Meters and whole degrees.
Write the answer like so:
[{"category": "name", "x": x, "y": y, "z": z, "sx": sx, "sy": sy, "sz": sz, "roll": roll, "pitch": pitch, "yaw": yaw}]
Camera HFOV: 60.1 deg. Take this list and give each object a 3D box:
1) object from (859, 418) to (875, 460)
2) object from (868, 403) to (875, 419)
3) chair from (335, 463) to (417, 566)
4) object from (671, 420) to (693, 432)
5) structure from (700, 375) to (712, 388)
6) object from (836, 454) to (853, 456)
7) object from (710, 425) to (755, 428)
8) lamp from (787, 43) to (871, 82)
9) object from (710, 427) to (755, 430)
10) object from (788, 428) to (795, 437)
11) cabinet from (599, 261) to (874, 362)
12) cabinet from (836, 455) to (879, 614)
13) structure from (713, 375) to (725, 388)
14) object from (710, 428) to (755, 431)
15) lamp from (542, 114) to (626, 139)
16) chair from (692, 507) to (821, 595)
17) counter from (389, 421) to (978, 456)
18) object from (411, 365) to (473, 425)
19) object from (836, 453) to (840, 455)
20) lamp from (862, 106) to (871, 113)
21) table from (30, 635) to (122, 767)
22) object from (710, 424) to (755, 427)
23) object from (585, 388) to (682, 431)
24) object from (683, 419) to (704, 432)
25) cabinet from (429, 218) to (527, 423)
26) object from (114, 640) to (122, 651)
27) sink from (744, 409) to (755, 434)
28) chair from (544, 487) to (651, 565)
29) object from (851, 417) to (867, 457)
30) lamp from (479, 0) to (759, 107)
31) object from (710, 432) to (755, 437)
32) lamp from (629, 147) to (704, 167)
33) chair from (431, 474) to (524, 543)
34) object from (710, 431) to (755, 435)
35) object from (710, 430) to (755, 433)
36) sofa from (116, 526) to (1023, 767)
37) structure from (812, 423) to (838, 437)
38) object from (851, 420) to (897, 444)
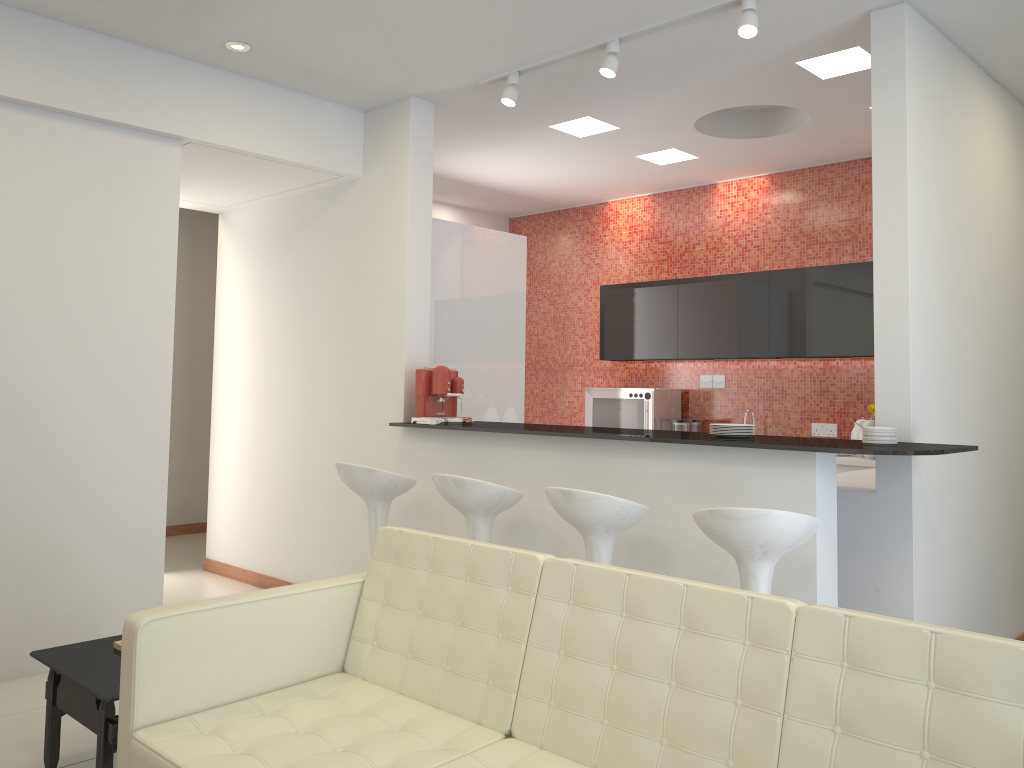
[{"category": "object", "x": 2.474, "y": 0.376, "z": 6.096, "sx": 0.159, "sy": 0.284, "sz": 0.159, "roll": 1, "pitch": -3, "yaw": 5}, {"category": "object", "x": 2.660, "y": 0.290, "z": 5.924, "sx": 0.502, "sy": 0.450, "sz": 0.522, "roll": 3, "pitch": -3, "yaw": -44}, {"category": "chair", "x": -0.739, "y": 0.932, "z": 4.805, "sx": 0.464, "sy": 1.025, "sz": 0.456, "roll": 3, "pitch": -4, "yaw": -35}, {"category": "object", "x": 1.374, "y": 0.400, "z": 7.169, "sx": 0.172, "sy": 0.216, "sz": 0.171, "roll": 2, "pitch": -3, "yaw": -28}, {"category": "structure", "x": 1.625, "y": -0.020, "z": 7.406, "sx": 0.114, "sy": 0.105, "sz": 0.013, "roll": -1, "pitch": -4, "yaw": 44}, {"category": "object", "x": 2.350, "y": 0.512, "z": 6.413, "sx": 0.218, "sy": 0.014, "sz": 0.218, "roll": 1, "pitch": -1, "yaw": -41}, {"category": "object", "x": 1.041, "y": 0.206, "z": 4.183, "sx": 0.210, "sy": 0.015, "sz": 0.210, "roll": 1, "pitch": 0, "yaw": -2}, {"category": "lamp", "x": 1.768, "y": -1.742, "z": 4.772, "sx": 0.408, "sy": 0.034, "sz": 0.408, "roll": 0, "pitch": -1, "yaw": 44}, {"category": "object", "x": 1.041, "y": 0.213, "z": 4.183, "sx": 0.210, "sy": 0.015, "sz": 0.210, "roll": 1, "pitch": 0, "yaw": -2}, {"category": "object", "x": 2.084, "y": 0.414, "z": 6.460, "sx": 0.011, "sy": 0.178, "sz": 0.164, "roll": 3, "pitch": -3, "yaw": -33}, {"category": "cabinet", "x": 2.063, "y": -0.526, "z": 6.795, "sx": 3.240, "sy": 0.662, "sz": 0.351, "roll": 0, "pitch": -3, "yaw": 44}, {"category": "cabinet", "x": 1.273, "y": 0.991, "z": 5.959, "sx": 3.333, "sy": 0.988, "sz": 2.490, "roll": 0, "pitch": -1, "yaw": 44}, {"category": "structure", "x": 1.712, "y": -0.019, "z": 7.326, "sx": 0.114, "sy": 0.105, "sz": 0.008, "roll": -1, "pitch": -4, "yaw": 44}, {"category": "object", "x": 1.041, "y": 0.220, "z": 4.182, "sx": 0.210, "sy": 0.015, "sz": 0.210, "roll": 1, "pitch": 0, "yaw": -2}, {"category": "lamp", "x": 0.488, "y": -1.753, "z": 5.990, "sx": 0.408, "sy": 0.034, "sz": 0.408, "roll": 0, "pitch": -1, "yaw": 44}, {"category": "chair", "x": 0.898, "y": 0.945, "z": 3.251, "sx": 0.457, "sy": 1.025, "sz": 0.463, "roll": -1, "pitch": -4, "yaw": 30}, {"category": "counter", "x": 0.607, "y": 0.251, "z": 4.426, "sx": 2.962, "sy": 0.019, "sz": 0.734, "roll": 0, "pitch": -1, "yaw": 44}, {"category": "object", "x": -0.357, "y": 0.063, "z": 5.122, "sx": 0.320, "sy": 0.338, "sz": 0.320, "roll": -1, "pitch": -3, "yaw": 44}, {"category": "object", "x": 2.350, "y": 0.472, "z": 6.416, "sx": 0.121, "sy": 0.084, "sz": 0.120, "roll": 1, "pitch": -2, "yaw": 9}, {"category": "lamp", "x": 2.456, "y": -1.726, "z": 5.491, "sx": 0.408, "sy": 0.034, "sz": 0.408, "roll": 0, "pitch": -1, "yaw": 44}, {"category": "table", "x": -1.222, "y": 1.209, "z": 3.349, "sx": 0.700, "sy": 0.424, "sz": 0.915, "roll": 0, "pitch": -2, "yaw": 44}, {"category": "object", "x": 1.041, "y": 0.199, "z": 4.184, "sx": 0.210, "sy": 0.015, "sz": 0.210, "roll": 1, "pitch": 0, "yaw": -2}, {"category": "object", "x": 1.022, "y": 0.273, "z": 7.580, "sx": 0.721, "sy": 0.472, "sz": 0.434, "roll": -1, "pitch": -3, "yaw": 44}, {"category": "object", "x": 1.506, "y": 0.404, "z": 7.364, "sx": 0.172, "sy": 0.216, "sz": 0.171, "roll": 2, "pitch": -3, "yaw": -28}, {"category": "cabinet", "x": -0.868, "y": 0.190, "z": 6.464, "sx": 1.635, "sy": 2.533, "sz": 1.055, "roll": -2, "pitch": -4, "yaw": 44}, {"category": "object", "x": -1.247, "y": 0.987, "z": 3.342, "sx": 0.360, "sy": 0.021, "sz": 0.359, "roll": 0, "pitch": -1, "yaw": 44}, {"category": "sink", "x": 1.813, "y": 0.465, "z": 6.860, "sx": 0.807, "sy": 0.539, "sz": 0.416, "roll": -1, "pitch": -3, "yaw": 44}, {"category": "chair", "x": 0.365, "y": 0.941, "z": 3.754, "sx": 0.464, "sy": 1.025, "sz": 0.456, "roll": 3, "pitch": -4, "yaw": -35}, {"category": "object", "x": 2.490, "y": 0.378, "z": 6.285, "sx": 0.159, "sy": 0.284, "sz": 0.159, "roll": 1, "pitch": -3, "yaw": 5}, {"category": "lamp", "x": 0.486, "y": -1.650, "z": 4.484, "sx": 1.820, "sy": 0.200, "sz": 0.112, "roll": 0, "pitch": -3, "yaw": 44}, {"category": "object", "x": 1.040, "y": 0.241, "z": 4.181, "sx": 0.210, "sy": 0.015, "sz": 0.210, "roll": 1, "pitch": 0, "yaw": -2}, {"category": "lamp", "x": 1.175, "y": -1.736, "z": 6.710, "sx": 0.408, "sy": 0.034, "sz": 0.408, "roll": 0, "pitch": -1, "yaw": 44}, {"category": "chair", "x": -0.164, "y": 0.937, "z": 4.258, "sx": 0.464, "sy": 1.025, "sz": 0.456, "roll": 3, "pitch": -4, "yaw": -35}, {"category": "object", "x": 1.040, "y": 0.234, "z": 4.181, "sx": 0.210, "sy": 0.015, "sz": 0.210, "roll": 1, "pitch": 0, "yaw": -2}, {"category": "object", "x": 1.040, "y": 0.227, "z": 4.182, "sx": 0.210, "sy": 0.015, "sz": 0.210, "roll": 1, "pitch": 0, "yaw": -2}, {"category": "sofa", "x": 0.113, "y": 0.963, "z": 2.026, "sx": 2.563, "sy": 0.926, "sz": 0.999, "roll": 0, "pitch": -2, "yaw": 44}, {"category": "structure", "x": 2.356, "y": 0.347, "z": 6.677, "sx": 0.198, "sy": 0.099, "sz": 0.016, "roll": 0, "pitch": -3, "yaw": 44}, {"category": "object", "x": 1.564, "y": 0.203, "z": 3.808, "sx": 0.173, "sy": 0.098, "sz": 0.139, "roll": 0, "pitch": -2, "yaw": 36}]
